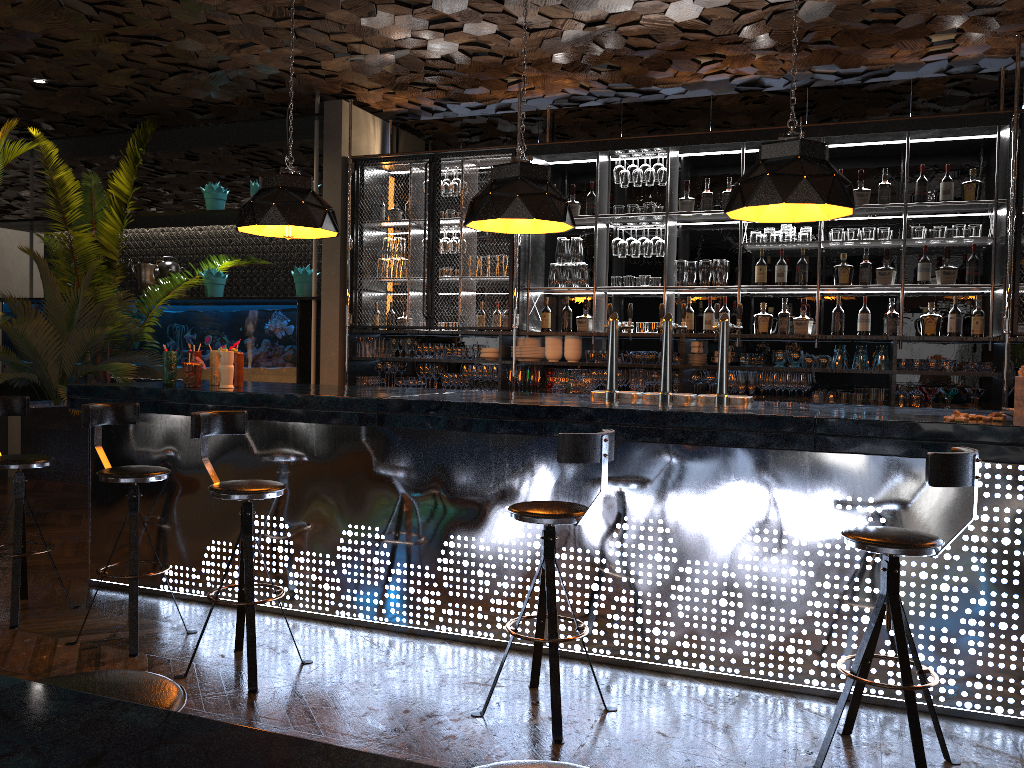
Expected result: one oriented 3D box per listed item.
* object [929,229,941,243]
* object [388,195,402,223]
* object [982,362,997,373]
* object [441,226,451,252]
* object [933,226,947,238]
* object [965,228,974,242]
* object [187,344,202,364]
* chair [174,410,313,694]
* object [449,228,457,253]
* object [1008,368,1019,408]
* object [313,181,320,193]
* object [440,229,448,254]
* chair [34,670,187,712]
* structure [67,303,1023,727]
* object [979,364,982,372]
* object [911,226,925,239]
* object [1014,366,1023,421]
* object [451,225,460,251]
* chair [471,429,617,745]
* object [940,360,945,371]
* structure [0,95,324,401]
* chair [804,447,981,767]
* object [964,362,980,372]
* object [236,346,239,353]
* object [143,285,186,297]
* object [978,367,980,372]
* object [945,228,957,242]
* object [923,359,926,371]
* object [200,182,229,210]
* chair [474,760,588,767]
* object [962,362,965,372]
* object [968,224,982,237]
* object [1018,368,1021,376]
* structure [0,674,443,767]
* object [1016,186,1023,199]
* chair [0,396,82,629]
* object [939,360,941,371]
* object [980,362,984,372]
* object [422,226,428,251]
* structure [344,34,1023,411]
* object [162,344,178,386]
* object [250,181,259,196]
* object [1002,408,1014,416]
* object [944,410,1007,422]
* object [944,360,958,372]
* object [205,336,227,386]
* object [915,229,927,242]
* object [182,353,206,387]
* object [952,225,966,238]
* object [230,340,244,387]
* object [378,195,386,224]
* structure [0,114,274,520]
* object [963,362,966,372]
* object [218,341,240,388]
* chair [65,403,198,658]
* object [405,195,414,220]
[{"bbox_3d":[3.063,-1.070,6.421,0.089,0.092,0.089,2,2,7],"label":"object"},{"bbox_3d":[-1.038,-1.554,7.884,0.108,0.244,0.108,2,2,10],"label":"object"},{"bbox_3d":[3.243,-0.113,6.027,0.088,0.070,0.098,2,2,31],"label":"object"},{"bbox_3d":[-0.568,-1.251,7.634,0.081,0.213,0.081,2,2,27],"label":"object"},{"bbox_3d":[3.031,-1.066,6.279,0.089,0.092,0.089,2,2,21],"label":"object"},{"bbox_3d":[3.258,-1.063,6.332,0.089,0.092,0.089,0,2,-29],"label":"object"},{"bbox_3d":[-1.860,-0.114,5.195,0.078,0.246,0.084,2,2,20],"label":"object"},{"bbox_3d":[-1.168,0.681,3.828,0.476,1.108,0.419,2,2,21],"label":"chair"},{"bbox_3d":[-0.516,-1.254,7.768,0.081,0.213,0.081,2,2,27],"label":"object"},{"bbox_3d":[3.475,0.042,6.075,0.186,0.307,0.186,2,2,27],"label":"object"},{"bbox_3d":[-1.883,-1.746,8.135,0.265,0.325,0.245,2,2,15],"label":"object"},{"bbox_3d":[-0.596,-1.257,7.800,0.081,0.213,0.081,2,2,27],"label":"object"},{"bbox_3d":[-0.716,0.918,1.468,0.419,0.813,0.419,2,2,16],"label":"chair"},{"bbox_3d":[0.495,0.406,4.484,6.009,1.685,1.214,2,2,21],"label":"structure"},{"bbox_3d":[3.314,-0.118,6.214,0.098,0.070,0.088,0,2,-22],"label":"object"},{"bbox_3d":[2.886,-1.070,6.304,0.089,0.092,0.089,2,2,7],"label":"object"},{"bbox_3d":[2.216,-0.010,3.526,0.340,0.332,0.464,2,2,25],"label":"object"},{"bbox_3d":[-0.484,-1.248,7.601,0.081,0.213,0.081,2,2,27],"label":"object"},{"bbox_3d":[0.164,0.724,3.416,0.476,1.108,0.419,3,2,36],"label":"chair"},{"bbox_3d":[3.050,-0.129,6.222,0.084,0.082,0.084,2,2,28],"label":"object"},{"bbox_3d":[-3.541,-0.853,8.889,4.269,3.734,0.705,2,2,21],"label":"structure"},{"bbox_3d":[1.314,0.763,3.019,0.476,1.108,0.419,3,2,36],"label":"chair"},{"bbox_3d":[3.167,-0.117,6.110,0.098,0.070,0.088,0,2,-33],"label":"object"},{"bbox_3d":[-1.622,-0.114,5.218,0.080,0.254,0.091,2,2,23],"label":"object"},{"bbox_3d":[-3.465,-0.908,8.847,0.320,0.135,0.250,2,2,21],"label":"object"},{"bbox_3d":[3.355,-0.120,6.308,0.098,0.070,0.088,2,2,22],"label":"object"},{"bbox_3d":[3.152,-1.066,6.360,0.089,0.092,0.089,2,2,7],"label":"object"},{"bbox_3d":[2.988,-0.135,6.349,0.084,0.082,0.084,2,2,19],"label":"object"},{"bbox_3d":[-2.853,-1.780,8.513,0.265,0.325,0.245,1,2,-14],"label":"object"},{"bbox_3d":[0.024,0.945,1.148,0.419,0.813,0.419,2,2,16],"label":"chair"},{"bbox_3d":[3.244,-0.122,6.293,0.088,0.070,0.098,1,2,6],"label":"object"},{"bbox_3d":[3.220,-1.059,6.171,0.089,0.092,0.089,2,2,7],"label":"object"},{"bbox_3d":[2.386,0.032,4.085,0.105,0.209,0.105,-1,3,-44],"label":"object"},{"bbox_3d":[-1.158,0.832,0.910,4.941,0.998,0.673,2,2,21],"label":"structure"},{"bbox_3d":[3.500,-1.397,6.128,0.086,0.299,0.086,1,2,-20],"label":"object"},{"bbox_3d":[-2.557,0.626,4.569,0.476,1.108,0.419,2,2,21],"label":"chair"},{"bbox_3d":[3.063,-0.135,6.400,0.084,0.082,0.084,0,2,-29],"label":"object"},{"bbox_3d":[3.277,-0.115,6.119,0.088,0.070,0.098,0,3,-42],"label":"object"},{"bbox_3d":[-0.738,-1.257,7.701,0.081,0.213,0.081,2,2,27],"label":"object"},{"bbox_3d":[1.697,-0.573,6.649,6.750,3.553,1.143,2,2,21],"label":"structure"},{"bbox_3d":[-1.964,-0.108,5.080,0.086,0.237,0.084,3,3,40],"label":"object"},{"bbox_3d":[-2.332,-1.762,8.313,0.244,0.325,0.255,0,3,-42],"label":"object"},{"bbox_3d":[2.375,0.131,3.967,0.273,0.019,0.437,2,2,21],"label":"object"},{"bbox_3d":[1.851,0.133,3.569,0.377,0.045,0.198,0,2,-30],"label":"object"},{"bbox_3d":[3.031,-0.127,6.124,0.084,0.082,0.084,1,2,4],"label":"object"},{"bbox_3d":[-1.749,-0.139,5.238,0.105,0.298,0.116,0,2,-38],"label":"object"},{"bbox_3d":[2.959,-1.073,6.425,0.089,0.092,0.089,0,2,-24],"label":"object"},{"bbox_3d":[-1.796,-0.079,5.013,0.110,0.191,0.131,3,2,33],"label":"object"},{"bbox_3d":[3.124,-1.062,6.202,0.089,0.092,0.089,0,2,-29],"label":"object"},{"bbox_3d":[-1.583,-0.120,5.079,0.091,0.277,0.080,0,2,-36],"label":"object"},{"bbox_3d":[-1.169,-1.570,7.977,0.075,0.260,0.075,1,2,-20],"label":"object"},{"bbox_3d":[-4.073,-0.743,7.798,1.873,3.561,4.073,2,2,23],"label":"structure"},{"bbox_3d":[3.204,-0.120,6.200,0.088,0.070,0.098,3,3,44],"label":"object"},{"bbox_3d":[-1.580,-0.108,4.942,0.081,0.264,0.099,3,3,42],"label":"object"},{"bbox_3d":[-1.818,0.654,4.211,0.476,1.108,0.419,2,2,21],"label":"chair"},{"bbox_3d":[-0.906,-1.560,7.848,0.075,0.261,0.075,1,2,-20],"label":"object"}]
